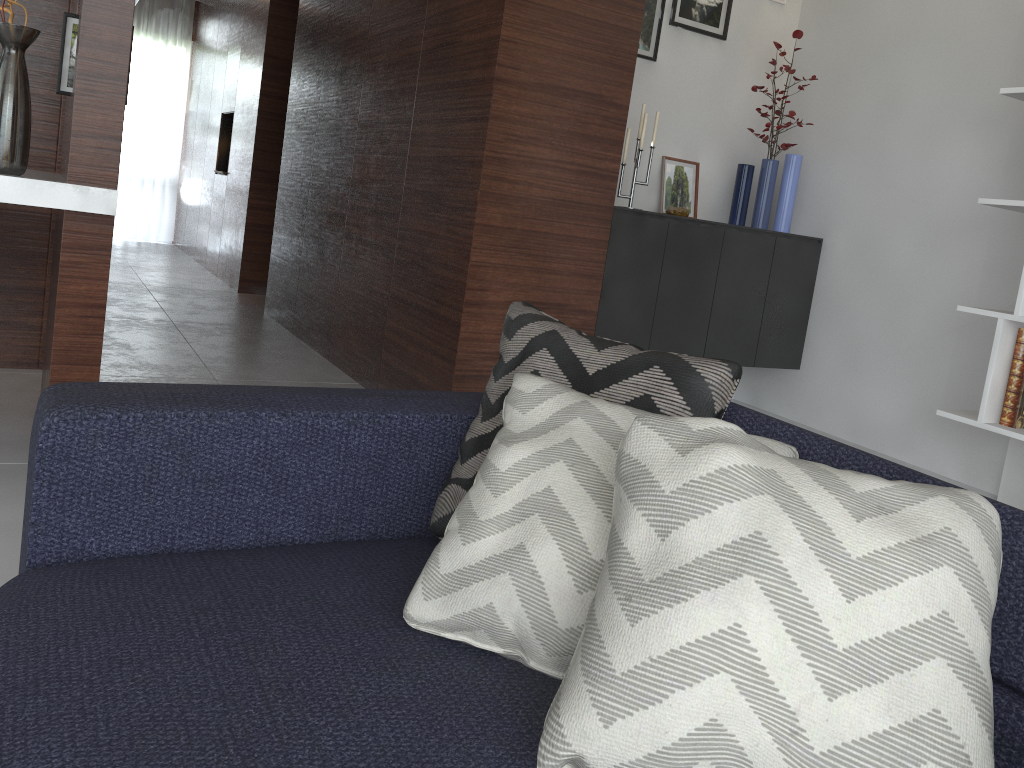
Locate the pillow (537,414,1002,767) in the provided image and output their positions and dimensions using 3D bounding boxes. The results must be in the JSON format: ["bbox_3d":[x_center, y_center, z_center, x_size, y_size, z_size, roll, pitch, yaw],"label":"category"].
[{"bbox_3d":[0.272,0.242,0.885,0.419,0.347,0.282,10,8,14],"label":"pillow"}]

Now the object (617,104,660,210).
[{"bbox_3d":[0.500,-0.906,3.510,0.102,0.422,0.101,14,9,44],"label":"object"}]

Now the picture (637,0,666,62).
[{"bbox_3d":[0.517,-1.531,3.659,0.262,0.331,0.015,4,8,-29],"label":"picture"}]

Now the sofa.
[{"bbox_3d":[-0.001,0.525,0.108,1.894,0.601,2.916,2,12,-29],"label":"sofa"}]

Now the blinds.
[{"bbox_3d":[-3.719,-2.798,8.871,0.854,2.673,0.135,5,7,-29],"label":"blinds"}]

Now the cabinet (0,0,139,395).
[{"bbox_3d":[-2.466,-1.103,1.578,3.326,2.525,0.796,3,8,-29],"label":"cabinet"}]

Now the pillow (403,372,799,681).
[{"bbox_3d":[0.114,0.181,1.120,0.418,0.291,0.332,12,10,23],"label":"pillow"}]

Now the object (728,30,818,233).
[{"bbox_3d":[1.161,-1.112,3.914,0.271,0.852,0.273,7,7,-15],"label":"object"}]

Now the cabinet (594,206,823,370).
[{"bbox_3d":[0.731,-0.410,3.761,1.128,0.578,0.404,3,9,-29],"label":"cabinet"}]

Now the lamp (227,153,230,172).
[{"bbox_3d":[-2.211,-1.814,7.056,0.077,0.295,0.155,8,7,-6],"label":"lamp"}]

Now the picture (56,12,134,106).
[{"bbox_3d":[-1.137,-0.887,2.414,0.175,0.219,0.051,4,7,-25],"label":"picture"}]

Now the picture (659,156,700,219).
[{"bbox_3d":[0.736,-0.858,3.878,0.202,0.253,0.059,4,8,-29],"label":"picture"}]

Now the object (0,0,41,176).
[{"bbox_3d":[-1.174,-0.850,2.003,0.392,0.727,0.198,15,9,42],"label":"object"}]

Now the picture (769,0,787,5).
[{"bbox_3d":[1.172,-1.853,3.957,0.202,0.255,0.015,4,8,-29],"label":"picture"}]

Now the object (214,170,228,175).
[{"bbox_3d":[-2.266,-1.699,7.154,0.230,0.020,0.433,2,12,-29],"label":"object"}]

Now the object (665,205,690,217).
[{"bbox_3d":[0.689,-0.718,3.674,0.099,0.045,0.105,11,11,16],"label":"object"}]

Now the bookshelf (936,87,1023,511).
[{"bbox_3d":[1.908,-0.283,2.501,0.299,1.801,1.166,5,8,-29],"label":"bookshelf"}]

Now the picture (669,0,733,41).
[{"bbox_3d":[0.834,-1.719,3.796,0.310,0.409,0.017,4,7,-29],"label":"picture"}]

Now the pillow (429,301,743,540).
[{"bbox_3d":[0.101,0.096,1.359,0.419,0.382,0.222,13,9,31],"label":"pillow"}]
